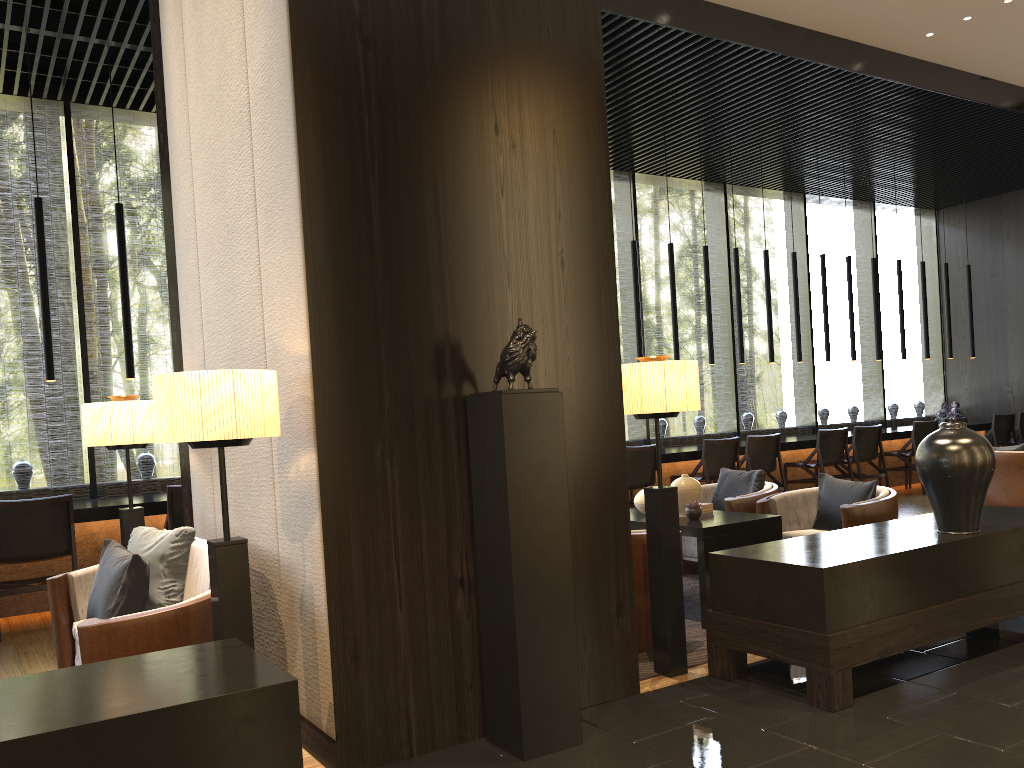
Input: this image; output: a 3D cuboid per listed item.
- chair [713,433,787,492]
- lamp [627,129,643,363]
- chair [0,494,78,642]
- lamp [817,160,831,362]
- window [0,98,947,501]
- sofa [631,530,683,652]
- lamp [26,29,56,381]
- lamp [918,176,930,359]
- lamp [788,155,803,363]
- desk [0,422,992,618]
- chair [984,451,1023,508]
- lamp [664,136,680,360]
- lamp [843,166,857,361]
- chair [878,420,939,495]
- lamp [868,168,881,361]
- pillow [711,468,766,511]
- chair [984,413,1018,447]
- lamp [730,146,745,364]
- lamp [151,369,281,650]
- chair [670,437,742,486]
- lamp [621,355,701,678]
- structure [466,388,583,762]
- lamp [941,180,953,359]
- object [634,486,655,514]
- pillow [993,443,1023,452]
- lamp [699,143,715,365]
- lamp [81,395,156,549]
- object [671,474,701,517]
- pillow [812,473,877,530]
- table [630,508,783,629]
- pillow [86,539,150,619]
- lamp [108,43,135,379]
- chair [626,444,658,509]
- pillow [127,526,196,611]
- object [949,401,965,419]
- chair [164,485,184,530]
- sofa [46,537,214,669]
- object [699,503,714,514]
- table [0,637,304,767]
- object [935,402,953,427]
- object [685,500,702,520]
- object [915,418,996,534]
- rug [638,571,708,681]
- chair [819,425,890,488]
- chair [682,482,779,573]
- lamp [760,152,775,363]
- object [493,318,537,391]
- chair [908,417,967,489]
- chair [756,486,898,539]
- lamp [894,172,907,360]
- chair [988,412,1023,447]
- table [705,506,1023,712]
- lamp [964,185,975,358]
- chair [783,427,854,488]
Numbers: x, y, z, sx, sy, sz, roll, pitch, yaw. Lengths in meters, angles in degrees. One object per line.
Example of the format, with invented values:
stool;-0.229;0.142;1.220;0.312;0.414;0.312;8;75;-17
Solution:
chair;2.396;0.922;8.869;0.525;0.828;0.564;-4;0;-32
lamp;1.227;-1.387;8.915;0.060;2.423;0.060;-4;1;-27
chair;-2.985;1.111;5.515;0.525;0.828;0.564;-4;0;-32
lamp;3.663;-1.472;10.433;0.060;2.423;0.060;-4;1;-37
window;-3.862;-0.750;0.396;31.824;4.230;12.077;-2;-2;-32
sofa;0.230;0.946;4.606;0.602;0.693;1.451;-3;-2;-32
lamp;-3.269;-1.229;6.113;0.060;2.423;0.060;-4;1;-37
lamp;5.321;-1.531;11.466;0.060;2.423;0.060;-4;1;-37
lamp;3.241;-1.457;10.170;0.060;2.423;0.060;-4;1;-37
desk;-5.582;1.251;4.334;28.678;0.760;1.783;-2;-2;-32
chair;4.358;0.864;7.622;0.605;0.604;0.805;-3;-1;-32
lamp;1.646;-1.401;9.176;0.060;2.423;0.060;-4;1;-37
lamp;4.061;-1.486;10.681;0.060;2.423;0.060;-4;1;-37
chair;4.644;0.843;10.269;0.525;0.828;0.564;-4;0;-32
lamp;4.467;-1.501;10.934;0.060;2.423;0.060;-4;1;-37
pillow;1.530;0.750;5.963;0.222;0.362;0.399;-4;-1;-31
chair;6.012;0.795;11.122;0.525;0.828;0.564;-4;0;-32
lamp;2.449;-1.430;9.676;0.060;2.423;0.060;-4;1;-37
lamp;-0.896;0.628;2.804;0.375;1.320;0.374;-3;1;12
chair;1.909;0.939;8.565;0.525;0.828;0.564;-4;0;-32
lamp;0.635;0.560;3.759;0.375;1.349;0.374;-3;1;19
structure;0.042;0.631;3.032;0.240;1.219;0.240;-4;1;-32
lamp;5.751;-1.546;11.734;0.060;2.423;0.060;-4;1;-37
object;0.824;0.675;5.091;0.245;0.168;0.246;-3;-1;-29
pillow;4.242;0.655;7.557;0.204;0.338;0.442;-4;-1;-25
lamp;2.065;-1.416;9.437;0.060;2.423;0.060;-4;1;-27
lamp;-1.880;0.735;4.386;0.374;1.352;0.375;-4;1;-42
object;0.974;0.623;4.953;0.171;0.236;0.171;-3;0;3
pillow;1.985;0.698;5.235;0.204;0.338;0.442;-4;-1;-25
table;0.942;1.005;5.037;0.574;0.517;1.044;-3;-2;-32
pillow;-1.639;0.842;3.699;0.219;0.361;0.472;-4;-1;-35
lamp;-2.832;-1.244;6.385;0.060;2.423;0.060;-4;1;-37
chair;1.051;0.969;8.030;0.525;0.828;0.564;-4;0;-32
pillow;-1.562;0.823;3.866;0.433;0.400;0.200;-4;0;36
object;5.721;0.377;11.418;0.163;0.313;0.209;-3;0;-7
chair;-2.127;1.081;6.050;0.525;0.828;0.564;-4;0;-32
sofa;-1.457;1.004;3.534;0.602;0.693;1.451;-3;-2;-32
object;1.053;0.716;5.100;0.137;0.051;0.174;-2;-2;-36
table;-1.480;1.022;1.890;1.956;0.513;0.621;-2;-1;-32
object;5.507;0.387;11.290;0.207;0.310;0.162;-3;0;38
object;0.981;0.677;4.779;0.092;0.112;0.091;-4;0;20
object;1.912;0.391;3.816;0.311;0.493;0.311;-3;0;-13
rug;0.932;1.266;5.086;2.237;0.008;1.962;-2;-3;-32
chair;3.764;0.874;9.721;0.525;0.828;0.564;-4;0;-32
chair;1.443;0.970;5.905;0.605;0.604;0.805;-3;-1;-32
lamp;2.849;-1.444;9.926;0.060;2.423;0.060;-4;1;-37
object;0.006;-0.095;3.000;0.115;0.246;0.176;-4;0;-32
chair;5.131;0.825;10.573;0.525;0.828;0.564;-4;0;-32
chair;1.895;0.914;5.179;0.605;0.604;0.805;-3;-1;-32
lamp;4.898;-1.516;11.202;0.060;2.423;0.060;-4;1;-37
chair;6.499;0.777;11.425;0.525;0.828;0.564;-4;0;-32
table;1.796;0.907;3.932;1.956;0.513;0.621;-2;-1;-32
lamp;6.189;-1.561;12.007;0.060;2.423;0.060;-4;1;-37
chair;3.277;0.891;9.417;0.525;0.828;0.564;-4;0;-32
